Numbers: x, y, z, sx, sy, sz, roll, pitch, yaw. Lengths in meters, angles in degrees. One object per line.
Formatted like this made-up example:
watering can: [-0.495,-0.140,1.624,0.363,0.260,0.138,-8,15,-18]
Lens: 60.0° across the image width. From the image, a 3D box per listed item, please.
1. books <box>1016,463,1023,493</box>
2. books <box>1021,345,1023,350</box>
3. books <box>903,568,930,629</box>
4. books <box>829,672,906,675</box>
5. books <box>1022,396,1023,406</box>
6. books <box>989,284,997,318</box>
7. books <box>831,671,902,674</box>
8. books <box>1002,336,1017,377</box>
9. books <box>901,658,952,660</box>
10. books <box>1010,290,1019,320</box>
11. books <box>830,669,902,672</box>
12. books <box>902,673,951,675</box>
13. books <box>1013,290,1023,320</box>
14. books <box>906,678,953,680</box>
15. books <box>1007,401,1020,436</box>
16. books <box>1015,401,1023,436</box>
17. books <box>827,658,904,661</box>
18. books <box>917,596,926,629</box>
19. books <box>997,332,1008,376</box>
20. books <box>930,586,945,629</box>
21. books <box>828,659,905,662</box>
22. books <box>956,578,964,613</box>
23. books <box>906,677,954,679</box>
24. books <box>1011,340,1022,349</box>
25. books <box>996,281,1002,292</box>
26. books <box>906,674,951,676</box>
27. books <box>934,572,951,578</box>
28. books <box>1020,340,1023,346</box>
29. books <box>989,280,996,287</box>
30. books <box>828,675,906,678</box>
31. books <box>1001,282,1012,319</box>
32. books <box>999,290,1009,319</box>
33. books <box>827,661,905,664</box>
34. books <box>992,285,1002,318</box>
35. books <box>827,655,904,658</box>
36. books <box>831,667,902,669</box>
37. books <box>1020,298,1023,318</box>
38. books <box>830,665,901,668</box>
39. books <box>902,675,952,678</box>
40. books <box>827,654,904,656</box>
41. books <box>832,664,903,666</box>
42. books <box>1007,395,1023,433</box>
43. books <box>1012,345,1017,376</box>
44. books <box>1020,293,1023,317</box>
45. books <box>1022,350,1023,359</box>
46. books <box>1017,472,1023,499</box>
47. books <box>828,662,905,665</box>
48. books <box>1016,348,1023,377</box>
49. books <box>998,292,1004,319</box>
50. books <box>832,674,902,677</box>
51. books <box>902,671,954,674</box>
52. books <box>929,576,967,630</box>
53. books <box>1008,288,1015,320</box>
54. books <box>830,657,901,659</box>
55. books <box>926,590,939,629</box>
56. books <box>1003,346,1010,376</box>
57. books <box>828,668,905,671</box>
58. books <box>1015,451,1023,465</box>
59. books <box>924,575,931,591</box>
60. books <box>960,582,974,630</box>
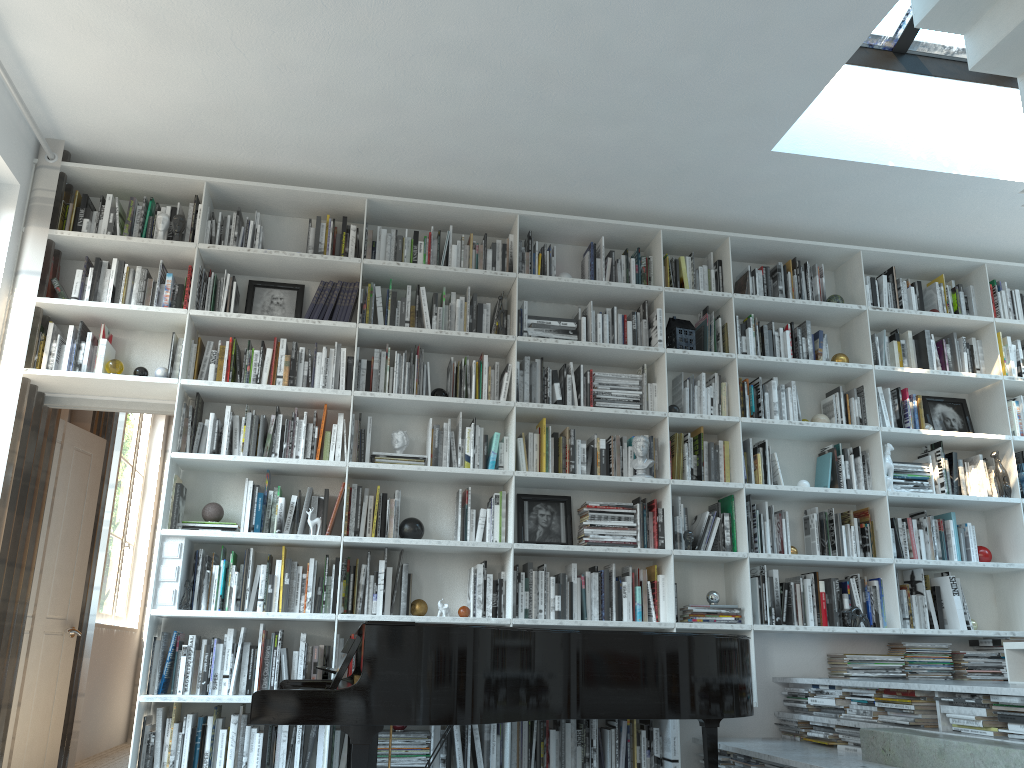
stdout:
books: [3.031,0.605,5.292,0.022,0.242,0.171,4,-17,-10]
books: [3.164,-0.115,5.454,0.023,0.253,0.190,4,-17,-10]
books: [2.266,1.211,4.974,0.014,0.332,0.169,4,-17,-10]
books: [1.917,1.568,4.798,0.345,0.007,0.194,3,-17,-5]
books: [3.095,0.237,5.432,0.022,0.296,0.162,4,-17,-10]
books: [2.999,-0.469,5.613,0.013,0.285,0.151,4,-17,-10]
books: [1.917,1.562,4.804,0.308,0.008,0.195,3,-17,-6]
books: [2.985,-0.135,5.416,0.026,0.262,0.190,4,-17,-10]
books: [2.248,1.518,4.892,0.285,0.007,0.160,4,-18,-10]
books: [3.147,-0.444,5.639,0.022,0.258,0.163,4,-17,-10]
books: [1.916,1.556,4.811,0.308,0.008,0.195,3,-17,-8]
books: [2.245,1.590,4.867,0.254,0.007,0.161,4,-18,-9]
books: [3.172,-0.444,5.645,0.029,0.263,0.179,4,-17,-10]
books: [2.246,1.615,4.855,0.254,0.007,0.161,3,-17,-7]
books: [2.998,0.247,5.385,0.023,0.247,0.182,4,-17,-10]
books: [3.032,0.248,5.403,0.026,0.255,0.174,4,-17,-10]
books: [1.921,1.499,4.829,0.345,0.007,0.194,3,-17,-8]
books: [2.246,1.281,4.952,0.024,0.184,0.149,4,-17,-10]
books: [2.943,-0.150,5.421,0.010,0.293,0.183,4,-17,-10]
books: [2.348,1.263,4.977,0.031,0.238,0.172,4,-17,-10]
books: [1.923,1.504,4.819,0.346,0.007,0.194,6,-18,-15]
books: [2.479,1.247,5.000,0.025,0.286,0.160,4,-17,-10]
books: [2.244,1.610,4.864,0.285,0.007,0.160,4,-18,-10]
books: [3.077,-0.122,5.452,0.023,0.262,0.158,4,-17,-10]
books: [3.077,-0.478,5.646,0.012,0.325,0.152,4,-17,-10]
books: [2.245,1.597,4.867,0.254,0.007,0.161,4,-18,-10]
books: [2.456,1.234,5.023,0.012,0.325,0.136,4,-17,-10]
books: [3.185,-0.132,5.469,0.022,0.295,0.152,4,-17,-10]
books: [3.043,-0.483,5.639,0.014,0.330,0.143,4,-17,-10]
books: [1.917,1.583,4.797,0.345,0.007,0.194,3,-17,-6]
books: [3.092,-0.472,5.631,0.012,0.305,0.185,4,-17,-10]
books: [3.063,-0.444,5.616,0.023,0.243,0.183,4,-17,-10]
books: [1.921,1.513,4.825,0.345,0.007,0.194,3,-17,-8]
books: [3.013,-0.463,5.600,0.012,0.268,0.185,4,-17,-10]
books: [1.922,1.485,4.833,0.346,0.007,0.194,5,-18,-12]
books: [1.919,1.540,4.808,0.308,0.008,0.195,6,-18,-15]
books: [3.192,-0.430,5.642,0.011,0.236,0.149,4,-17,-10]
books: [1.917,1.536,4.823,0.308,0.008,0.195,4,-18,-10]
books: [2.246,1.601,4.857,0.254,0.007,0.161,3,-17,-6]
books: [1.922,1.478,4.835,0.345,0.007,0.194,3,-17,-8]
books: [1.922,1.525,4.813,0.308,0.008,0.195,3,-17,-5]
books: [3.054,0.232,5.398,0.014,0.284,0.186,4,-17,-10]
books: [3.020,-0.110,5.428,0.049,0.223,0.162,4,-17,-10]
books: [3.209,-0.432,5.657,0.027,0.249,0.155,4,-17,-10]
books: [3.136,-0.091,5.462,0.025,0.211,0.135,4,-17,-10]
books: [2.982,0.613,5.310,0.066,0.236,0.144,4,-17,-10]
books: [1.922,1.520,4.820,0.346,0.007,0.194,5,-18,-13]
books: [3.056,-0.095,5.424,0.024,0.193,0.190,4,-17,-10]
books: [3.029,-0.442,5.601,0.022,0.228,0.175,4,-17,-10]
books: [1.917,1.576,4.800,0.308,0.008,0.195,5,-18,-14]
books: [2.247,1.581,4.863,0.285,0.007,0.160,5,-18,-14]
books: [2.408,1.230,4.954,0.075,0.290,0.256,4,-17,-10]
books: [3.122,-0.452,5.641,0.027,0.274,0.149,4,-17,-10]
books: [1.921,1.492,4.831,0.308,0.008,0.195,3,-17,-8]
books: [2.298,1.269,4.962,0.052,0.216,0.185,4,-17,-10]
books: [2.959,-0.107,5.412,0.024,0.204,0.166,4,-17,-10]
books: [1.918,1.549,4.813,0.346,0.007,0.194,5,-18,-12]
books: [3.045,0.574,5.324,0.012,0.321,0.142,4,-17,-10]
books: [2.325,1.236,5.001,0.010,0.303,0.132,4,-17,-10]
books: [2.520,1.259,5.015,0.062,0.273,0.148,4,-17,-10]
